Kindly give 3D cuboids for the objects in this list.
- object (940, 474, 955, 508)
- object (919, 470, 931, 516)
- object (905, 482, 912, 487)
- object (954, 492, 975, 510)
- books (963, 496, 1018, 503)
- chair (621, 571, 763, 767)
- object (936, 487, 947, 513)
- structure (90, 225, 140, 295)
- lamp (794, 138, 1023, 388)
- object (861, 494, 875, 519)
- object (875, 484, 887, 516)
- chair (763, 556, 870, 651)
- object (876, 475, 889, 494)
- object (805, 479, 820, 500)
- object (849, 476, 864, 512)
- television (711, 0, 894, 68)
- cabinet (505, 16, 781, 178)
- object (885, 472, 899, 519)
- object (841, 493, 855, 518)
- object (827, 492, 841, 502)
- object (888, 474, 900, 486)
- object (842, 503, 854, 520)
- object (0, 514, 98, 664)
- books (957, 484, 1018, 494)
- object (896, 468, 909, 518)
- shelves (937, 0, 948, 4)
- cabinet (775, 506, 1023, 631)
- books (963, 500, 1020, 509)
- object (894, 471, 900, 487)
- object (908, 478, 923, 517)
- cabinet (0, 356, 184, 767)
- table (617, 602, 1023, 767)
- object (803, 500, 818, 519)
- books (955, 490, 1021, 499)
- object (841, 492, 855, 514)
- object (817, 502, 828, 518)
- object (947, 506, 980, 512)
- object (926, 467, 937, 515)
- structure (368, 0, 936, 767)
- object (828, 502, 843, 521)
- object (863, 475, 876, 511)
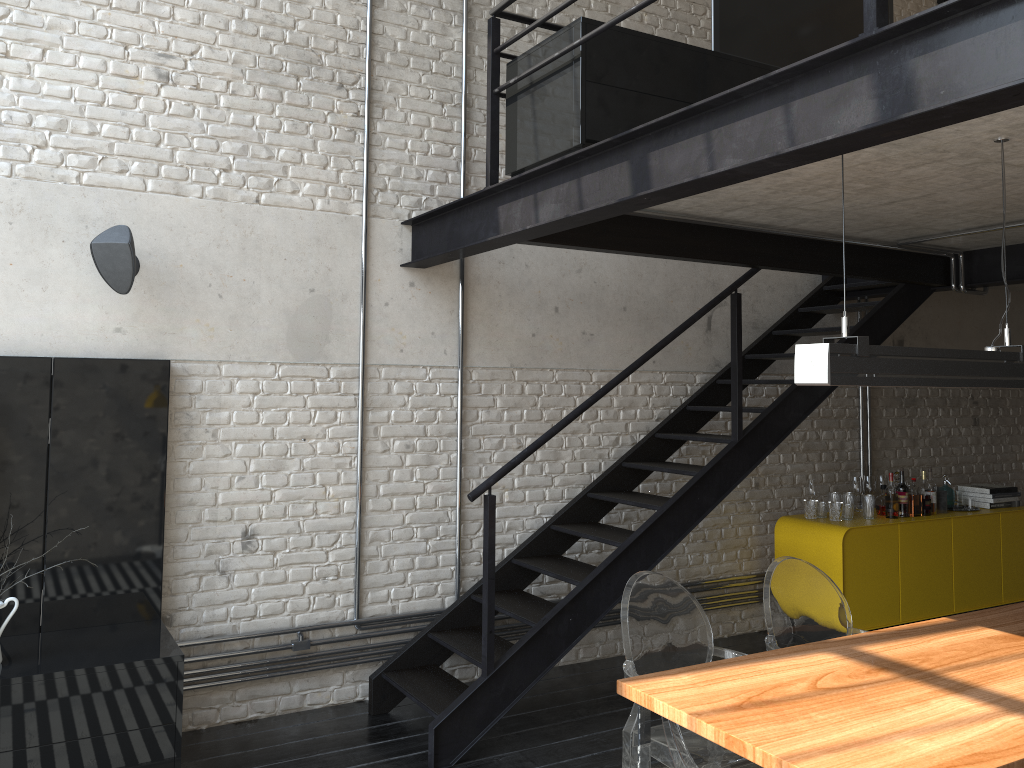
[{"bbox_3d":[3.154,0.778,6.437,0.119,0.240,0.119,1,-3,-13],"label":"object"},{"bbox_3d":[2.816,0.743,6.044,0.081,0.308,0.081,3,-5,-35],"label":"object"},{"bbox_3d":[2.760,0.788,6.130,0.100,0.212,0.100,1,-3,-15],"label":"object"},{"bbox_3d":[3.264,0.843,6.364,0.099,0.107,0.228,1,-1,-2],"label":"object"},{"bbox_3d":[3.525,0.842,6.545,0.328,0.031,0.259,1,0,-32],"label":"books"},{"bbox_3d":[0.626,1.160,2.974,0.539,0.944,0.588,2,-3,-30],"label":"chair"},{"bbox_3d":[2.957,0.808,6.167,0.135,0.183,0.052,0,-4,7],"label":"object"},{"bbox_3d":[-1.746,-0.551,3.938,0.178,0.307,0.357,1,-2,-12],"label":"structure"},{"bbox_3d":[1.324,-0.436,2.809,1.087,0.894,0.124,2,-4,-30],"label":"lamp"},{"bbox_3d":[2.350,0.811,5.836,0.087,0.156,0.087,1,-3,-17],"label":"object"},{"bbox_3d":[2.528,0.788,6.016,0.087,0.207,0.087,1,-3,-5],"label":"object"},{"bbox_3d":[1.197,1.166,3.266,0.540,0.944,0.588,2,-3,-20],"label":"chair"},{"bbox_3d":[2.636,0.771,6.292,0.092,0.245,0.092,-1,-4,21],"label":"object"},{"bbox_3d":[2.019,0.764,5.939,0.092,0.245,0.092,-3,-5,43],"label":"object"},{"bbox_3d":[2.406,0.768,6.178,0.092,0.245,0.092,-1,-4,21],"label":"object"},{"bbox_3d":[1.505,-1.865,4.570,1.317,0.865,0.295,1,-3,-30],"label":"television"},{"bbox_3d":[1.499,-1.159,4.521,3.177,0.553,0.605,1,-2,-30],"label":"cabinet"},{"bbox_3d":[2.525,0.739,5.886,0.081,0.310,0.081,3,-5,-38],"label":"object"},{"bbox_3d":[2.235,0.810,5.888,0.087,0.156,0.087,1,-3,-17],"label":"object"},{"bbox_3d":[2.173,0.810,5.971,0.087,0.156,0.087,1,-3,-17],"label":"object"},{"bbox_3d":[2.744,0.772,6.354,0.092,0.245,0.092,-1,-4,21],"label":"object"},{"bbox_3d":[2.188,0.837,5.782,0.092,0.100,0.092,0,-2,8],"label":"object"},{"bbox_3d":[-1.913,0.666,3.290,0.697,0.784,0.351,2,-4,-32],"label":"object"},{"bbox_3d":[3.521,0.777,6.555,0.325,0.038,0.258,1,0,-28],"label":"books"},{"bbox_3d":[2.622,0.728,5.943,0.079,0.330,0.079,4,-5,-39],"label":"object"},{"bbox_3d":[5.166,-2.226,6.984,2.672,2.801,2.119,2,-3,-30],"label":"shelves"},{"bbox_3d":[2.831,1.280,6.168,2.198,0.773,0.547,1,-3,-30],"label":"cabinet"},{"bbox_3d":[3.529,0.880,6.556,0.351,0.044,0.259,1,0,-28],"label":"books"},{"bbox_3d":[2.646,0.748,6.074,0.114,0.293,0.114,1,-3,-2],"label":"object"},{"bbox_3d":[2.717,0.766,5.979,0.099,0.259,0.067,2,-4,-25],"label":"object"},{"bbox_3d":[-2.809,0.735,3.044,3.103,1.730,0.732,1,-3,-30],"label":"cabinet"},{"bbox_3d":[1.702,1.274,2.905,2.670,0.736,0.926,1,-2,-30],"label":"table"},{"bbox_3d":[1.964,0.824,5.816,0.095,0.120,0.095,0,-3,22],"label":"object"},{"bbox_3d":[3.529,0.811,6.563,0.351,0.031,0.287,1,0,-30],"label":"books"},{"bbox_3d":[2.272,0.811,5.978,0.087,0.156,0.087,1,-3,-17],"label":"object"},{"bbox_3d":[2.054,0.836,5.873,0.092,0.100,0.092,0,-2,8],"label":"object"},{"bbox_3d":[3.194,0.893,6.359,0.299,0.012,0.299,0,0,41],"label":"object"},{"bbox_3d":[2.884,0.736,6.099,0.073,0.322,0.073,4,-5,-39],"label":"object"},{"bbox_3d":[2.136,-0.027,3.354,3.783,3.352,4.775,2,-2,-30],"label":"structure"},{"bbox_3d":[2.095,0.825,5.729,0.095,0.120,0.095,1,-3,-12],"label":"object"},{"bbox_3d":[2.516,0.770,6.234,0.092,0.245,0.092,-1,-4,21],"label":"object"}]
